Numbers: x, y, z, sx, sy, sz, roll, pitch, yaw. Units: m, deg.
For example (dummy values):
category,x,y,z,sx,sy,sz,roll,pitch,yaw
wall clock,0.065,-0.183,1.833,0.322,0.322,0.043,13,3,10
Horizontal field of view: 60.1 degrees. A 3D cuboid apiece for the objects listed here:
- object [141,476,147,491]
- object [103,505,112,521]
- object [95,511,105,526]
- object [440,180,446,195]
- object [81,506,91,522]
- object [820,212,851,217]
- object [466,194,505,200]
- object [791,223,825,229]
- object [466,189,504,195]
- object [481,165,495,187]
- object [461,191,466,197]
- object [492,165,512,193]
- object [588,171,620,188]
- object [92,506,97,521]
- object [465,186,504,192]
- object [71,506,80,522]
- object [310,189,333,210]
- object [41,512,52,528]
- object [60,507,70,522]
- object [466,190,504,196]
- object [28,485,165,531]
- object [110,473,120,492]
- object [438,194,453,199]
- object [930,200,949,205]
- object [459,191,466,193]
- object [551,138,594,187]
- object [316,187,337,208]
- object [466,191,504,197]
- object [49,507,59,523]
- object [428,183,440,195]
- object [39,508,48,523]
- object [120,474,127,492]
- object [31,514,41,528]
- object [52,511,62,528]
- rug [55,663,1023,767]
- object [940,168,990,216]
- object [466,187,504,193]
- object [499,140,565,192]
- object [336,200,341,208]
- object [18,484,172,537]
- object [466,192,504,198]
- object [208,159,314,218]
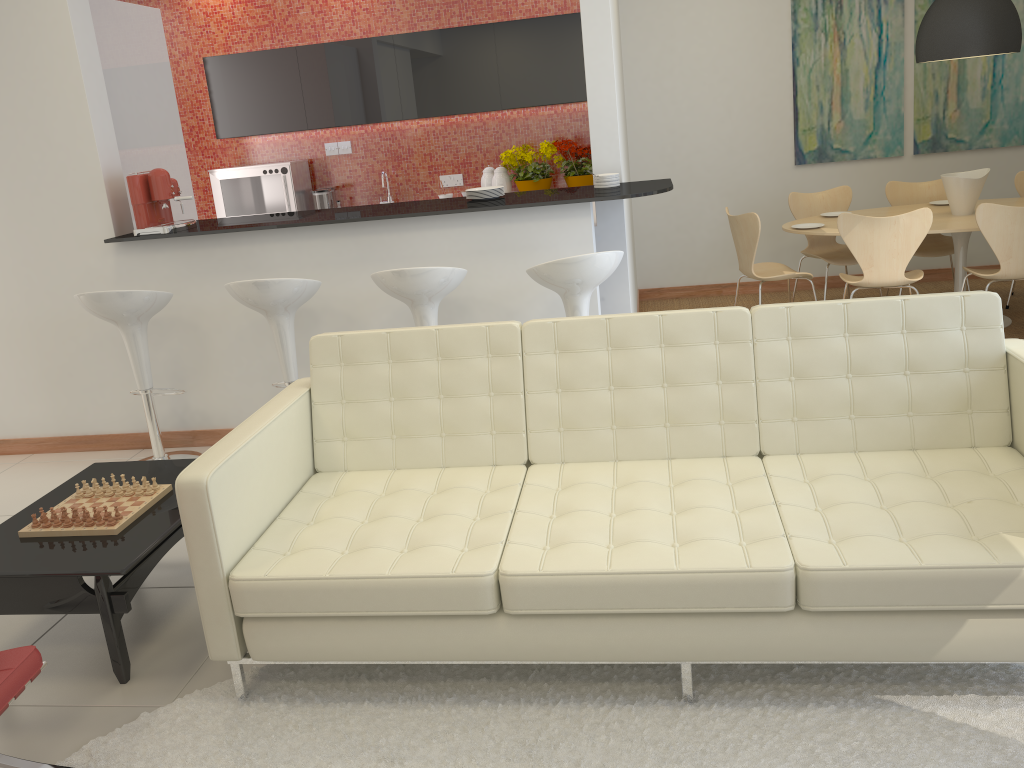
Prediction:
category,x,y,z,sx,sy,sz,roll,pitch,yaw
object,-1.339,0.361,3.225,0.030,0.051,0.030,-5,14,2
object,-1.373,0.435,2.995,0.030,0.049,0.030,-1,15,17
object,-1.379,0.446,2.957,0.030,0.051,0.030,-1,15,17
object,-0.556,-1.578,7.294,0.009,0.193,0.141,-11,16,-20
object,-1.452,0.439,3.008,0.030,0.049,0.030,-1,15,17
object,2.295,-1.200,6.273,0.210,0.015,0.213,4,19,30
object,-0.143,-1.014,4.807,0.212,0.015,0.211,-18,20,-35
object,1.960,-1.043,5.867,0.210,0.015,0.213,4,19,30
object,-0.146,-1.040,4.801,0.212,0.015,0.211,-18,20,-35
object,-0.179,-1.667,7.325,0.160,0.279,0.161,-14,16,-28
object,-0.361,-1.568,7.383,0.121,0.083,0.122,-13,17,-24
object,-0.082,-1.628,7.164,0.160,0.279,0.161,-14,16,-28
object,0.493,-1.115,4.779,0.173,0.096,0.142,-5,16,2
object,-1.412,0.437,3.002,0.030,0.049,0.030,-1,15,17
object,-0.147,-1.053,4.797,0.212,0.015,0.211,-18,20,-35
object,-1.491,0.441,3.015,0.030,0.049,0.030,-1,15,17
object,-1.592,-1.524,7.439,0.172,0.212,0.174,2,17,27
object,-1.576,0.456,2.989,0.030,0.051,0.030,-1,15,17
object,-1.531,0.443,3.021,0.030,0.049,0.030,-1,15,17
object,-0.145,-1.033,4.802,0.212,0.015,0.211,-18,20,-35
object,-1.455,0.432,3.113,0.346,0.001,0.355,-3,17,9
object,-1.458,0.359,3.242,0.030,0.068,0.030,-2,15,17
object,-0.539,-1.510,7.251,0.121,0.083,0.122,3,18,28
object,3.084,-1.287,6.298,0.210,0.015,0.213,3,19,26
object,-0.362,-1.606,7.352,0.008,0.008,0.237,6,20,37
object,0.577,-1.748,7.036,0.503,0.443,0.529,-9,16,-10
object,-1.598,-1.592,7.669,0.172,0.212,0.174,2,17,27
object,-0.145,-1.027,4.804,0.212,0.015,0.211,-18,20,-35
object,-1.570,0.445,3.027,0.030,0.049,0.030,-1,15,17
object,-0.606,-1.561,7.257,0.164,0.175,0.011,1,15,23
object,-1.609,0.447,3.034,0.030,0.049,0.030,-1,15,17
object,-1.418,0.359,3.237,0.030,0.063,0.030,-2,15,17
object,-1.615,0.462,2.996,0.030,0.043,0.030,-1,15,17
object,-1.536,0.453,2.982,0.030,0.054,0.030,-1,15,17
rug,0.192,1.119,1.781,3.325,0.004,2.480,-3,17,11
object,2.941,-1.248,5.765,0.272,0.276,0.264,9,21,43
object,-0.147,-1.047,4.799,0.212,0.015,0.211,-18,20,-35
object,0.162,-1.725,7.101,0.522,0.443,0.510,-3,16,12
object,-1.482,-1.527,7.587,0.037,0.091,0.038,-3,14,9
object,-1.454,0.442,3.115,0.360,0.021,0.366,-3,17,9
object,-0.144,-1.020,4.806,0.212,0.015,0.211,-18,20,-35
object,-2.123,-1.630,7.542,0.721,0.464,0.442,-3,15,9
